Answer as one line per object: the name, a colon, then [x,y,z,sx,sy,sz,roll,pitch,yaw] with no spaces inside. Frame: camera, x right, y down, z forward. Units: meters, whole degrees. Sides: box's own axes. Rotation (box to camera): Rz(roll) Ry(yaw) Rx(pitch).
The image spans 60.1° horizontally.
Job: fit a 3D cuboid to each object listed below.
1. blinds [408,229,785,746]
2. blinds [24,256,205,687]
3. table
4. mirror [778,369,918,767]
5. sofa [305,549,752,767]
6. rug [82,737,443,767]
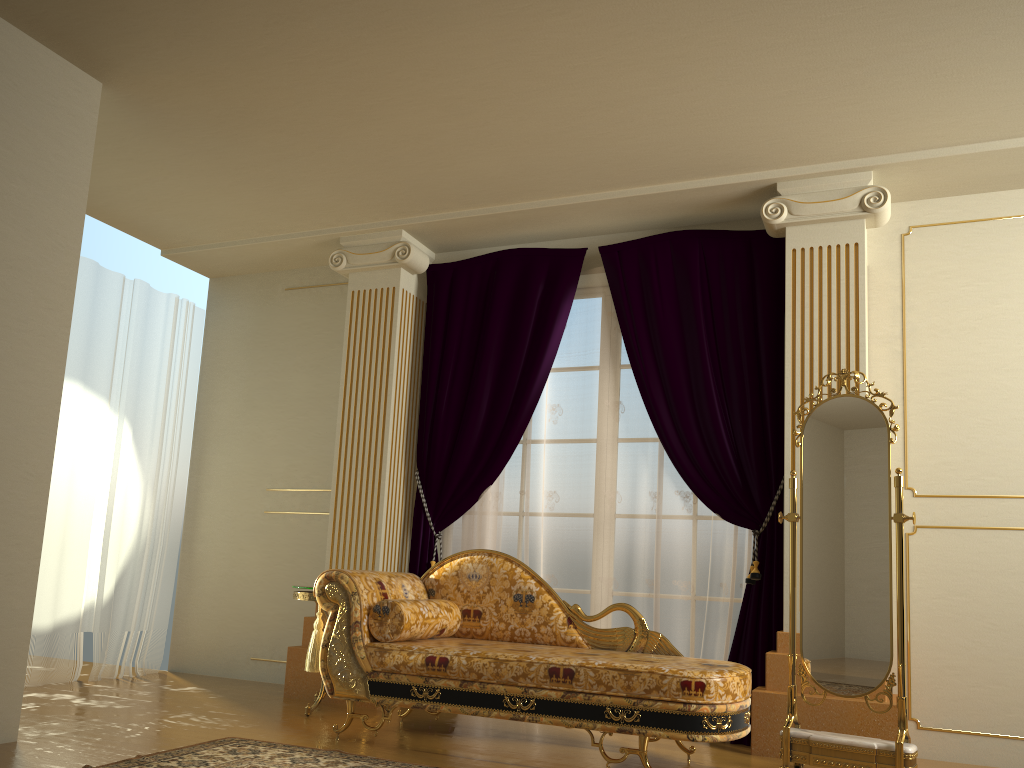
blinds: [0.426,0.500,4.880,2.236,2.623,0.342,-2,-10,24]
blinds: [-2.623,0.460,5.077,0.164,2.477,2.190,-1,-11,25]
table: [-0.894,1.401,4.668,0.573,0.636,0.576,7,-11,-21]
mirror: [1.383,0.762,3.674,0.542,1.681,0.245,-3,-11,33]
sofa: [0.066,1.150,3.846,1.894,0.861,0.701,-2,-11,23]
rug: [-0.817,1.118,1.961,2.118,0.017,3.115,-2,-14,23]
